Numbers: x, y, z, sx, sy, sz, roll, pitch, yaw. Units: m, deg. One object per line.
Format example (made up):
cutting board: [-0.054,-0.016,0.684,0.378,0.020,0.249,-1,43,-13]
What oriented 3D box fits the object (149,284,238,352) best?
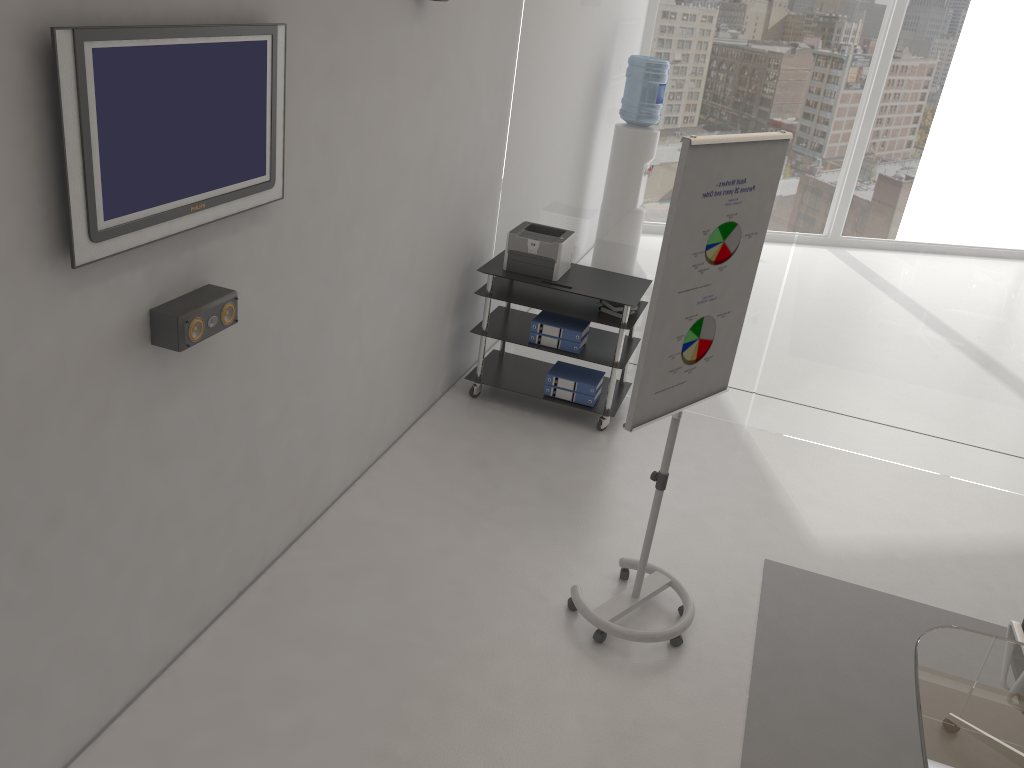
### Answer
object: [-1.015,-0.215,2.860,0.123,0.117,0.298,14,26,14]

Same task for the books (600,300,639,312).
books: [0.655,-0.487,5.398,0.183,0.032,0.164,-6,28,-28]

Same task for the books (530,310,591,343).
books: [0.306,-0.359,5.487,0.320,0.077,0.263,14,26,14]

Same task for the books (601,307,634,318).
books: [0.645,-0.454,5.402,0.146,0.028,0.170,24,29,30]

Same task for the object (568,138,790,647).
object: [0.650,0.079,3.499,0.560,2.088,0.553,8,25,0]

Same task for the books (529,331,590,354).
books: [0.296,-0.293,5.516,0.320,0.077,0.263,14,26,14]

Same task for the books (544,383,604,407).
books: [0.392,0.030,5.603,0.320,0.077,0.263,14,26,14]

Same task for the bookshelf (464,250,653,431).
bookshelf: [0.284,-0.283,5.639,0.985,0.855,0.567,14,26,14]

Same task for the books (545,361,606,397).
books: [0.401,-0.036,5.574,0.320,0.077,0.263,14,26,14]

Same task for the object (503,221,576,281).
object: [0.172,-0.824,5.466,0.351,0.235,0.350,14,26,14]

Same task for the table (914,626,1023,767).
table: [2.517,1.696,2.204,3.054,0.721,1.372,14,26,14]

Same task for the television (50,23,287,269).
television: [-0.964,-0.754,2.635,0.049,0.590,1.013,14,26,14]

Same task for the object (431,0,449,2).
object: [-0.339,-1.815,3.925,0.123,0.216,0.117,14,26,14]

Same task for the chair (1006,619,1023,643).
chair: [1.974,1.184,3.050,0.731,0.805,0.710,7,25,-2]

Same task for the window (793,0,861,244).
window: [5.509,-3.664,10.101,8.533,4.498,0.100,2,26,-14]
